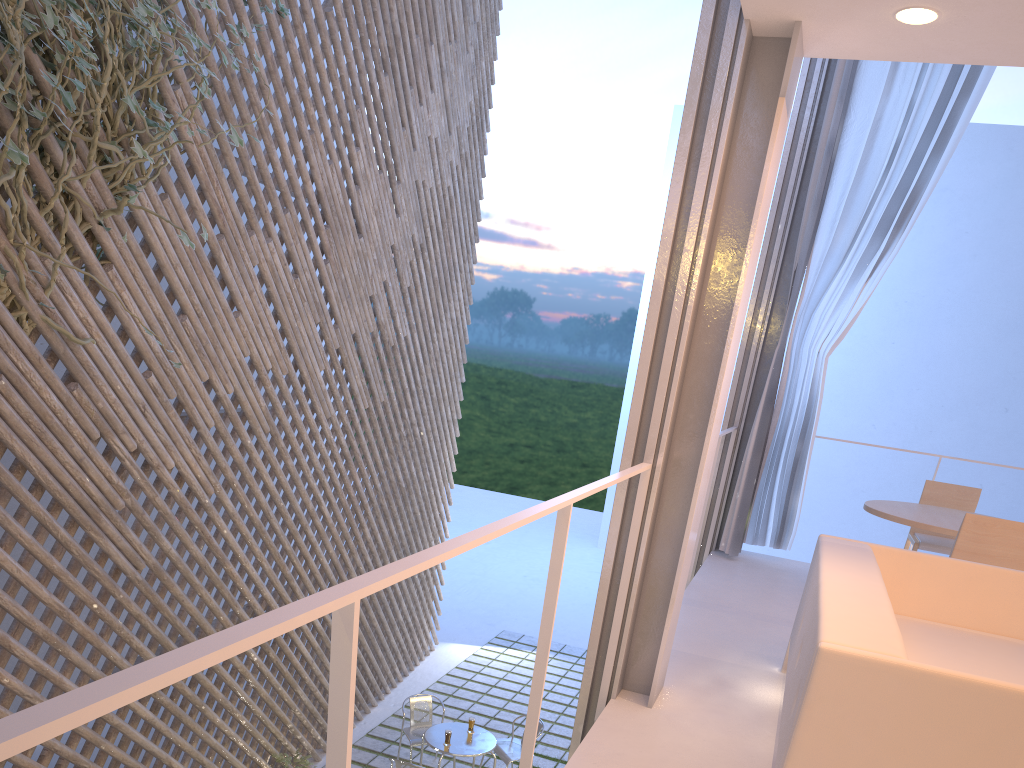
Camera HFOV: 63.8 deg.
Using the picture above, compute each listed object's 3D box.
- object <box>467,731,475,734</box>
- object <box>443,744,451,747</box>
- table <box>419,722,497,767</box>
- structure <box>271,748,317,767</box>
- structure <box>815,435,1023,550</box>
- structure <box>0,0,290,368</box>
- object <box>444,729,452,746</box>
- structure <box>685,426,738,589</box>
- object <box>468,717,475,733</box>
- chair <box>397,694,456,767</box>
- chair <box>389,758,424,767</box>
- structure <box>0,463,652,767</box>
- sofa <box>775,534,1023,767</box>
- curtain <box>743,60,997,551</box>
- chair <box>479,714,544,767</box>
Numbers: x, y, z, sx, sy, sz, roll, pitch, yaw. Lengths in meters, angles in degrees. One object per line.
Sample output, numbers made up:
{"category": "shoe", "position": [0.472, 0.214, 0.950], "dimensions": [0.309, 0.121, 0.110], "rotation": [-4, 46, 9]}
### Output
{"category": "object", "position": [1.120, 1.693, 3.504], "dimensions": [2.794, 0.441, 0.034], "rotation": [9, 20, 18]}
{"category": "object", "position": [1.063, 1.672, 3.397], "dimensions": [2.841, 0.478, 0.055], "rotation": [9, 20, 16]}
{"category": "table", "position": [-0.267, 1.862, 3.996], "dimensions": [0.351, 0.366, 0.313], "rotation": [3, 14, -19]}
{"category": "structure", "position": [-0.973, 1.795, 3.717], "dimensions": [0.295, 0.355, 0.286], "rotation": [8, 13, 3]}
{"category": "structure", "position": [1.792, 1.198, 4.114], "dimensions": [1.336, 1.961, 1.332], "rotation": [12, 16, 17]}
{"category": "structure", "position": [-0.952, -1.205, 1.999], "dimensions": [0.735, 2.979, 2.152], "rotation": [11, 15, 11]}
{"category": "object", "position": [-0.298, 1.647, 3.833], "dimensions": [0.031, 0.084, 0.028], "rotation": [-2, 21, -25]}
{"category": "structure", "position": [0.558, 0.450, 2.558], "dimensions": [0.027, 0.603, 1.599], "rotation": [15, 7, 20]}
{"category": "object", "position": [-0.197, 1.654, 3.992], "dimensions": [0.031, 0.084, 0.028], "rotation": [-2, 21, -25]}
{"category": "chair", "position": [-0.443, 1.805, 4.224], "dimensions": [0.260, 0.416, 0.224], "rotation": [-2, 19, -31]}
{"category": "chair", "position": [-0.433, 1.828, 3.729], "dimensions": [0.257, 0.416, 0.227], "rotation": [12, 17, 17]}
{"category": "structure", "position": [-0.052, 0.435, 0.929], "dimensions": [0.027, 0.603, 1.601], "rotation": [15, 7, 20]}
{"category": "sofa", "position": [0.778, 0.574, 1.529], "dimensions": [0.488, 0.402, 0.925], "rotation": [11, 6, 19]}
{"category": "curtain", "position": [1.313, -0.548, 2.842], "dimensions": [0.508, 2.649, 0.087], "rotation": [11, 21, 11]}
{"category": "chair", "position": [0.007, 1.871, 4.183], "dimensions": [0.248, 0.416, 0.235], "rotation": [-1, 18, -26]}
